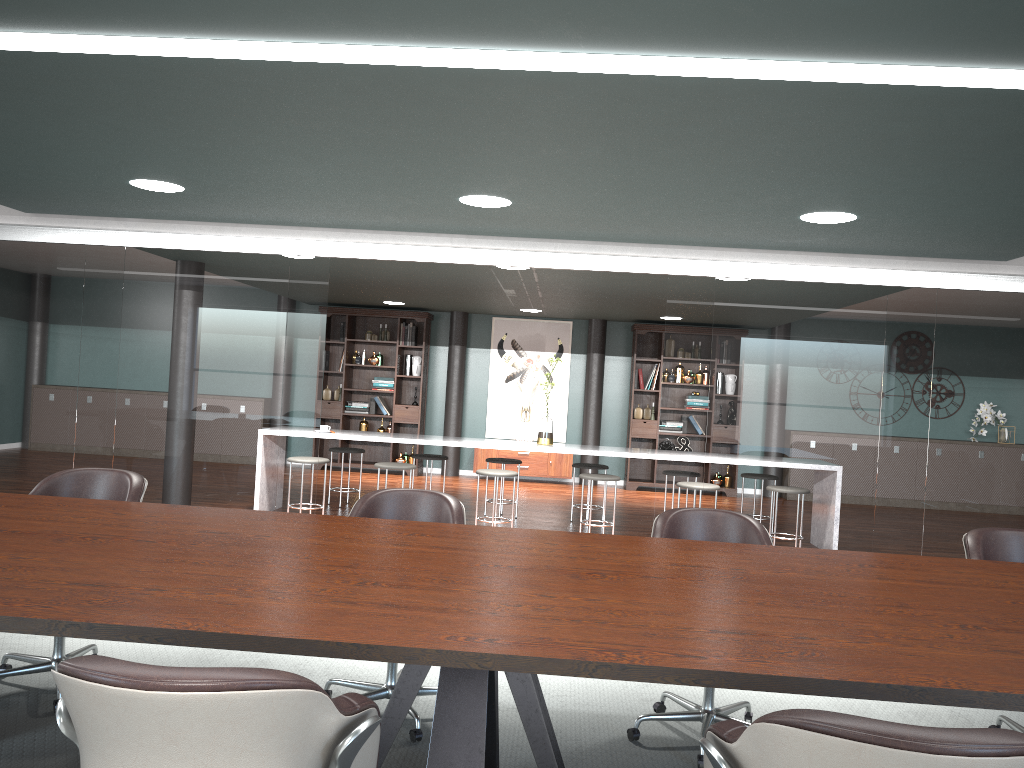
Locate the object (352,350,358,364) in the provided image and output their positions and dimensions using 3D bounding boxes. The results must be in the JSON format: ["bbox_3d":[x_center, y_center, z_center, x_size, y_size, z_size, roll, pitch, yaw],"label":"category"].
[{"bbox_3d":[-1.928,-0.328,10.949,0.105,0.172,0.105,3,0,-1],"label":"object"}]

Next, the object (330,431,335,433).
[{"bbox_3d":[-1.446,0.385,7.145,0.041,0.021,0.044,3,0,15],"label":"object"}]

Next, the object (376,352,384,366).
[{"bbox_3d":[-1.635,-0.309,10.937,0.099,0.169,0.099,3,0,-23],"label":"object"}]

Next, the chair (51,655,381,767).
[{"bbox_3d":[-0.498,0.771,1.444,0.535,0.761,0.518,3,0,9],"label":"chair"}]

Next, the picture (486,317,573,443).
[{"bbox_3d":[0.213,-0.054,11.097,1.002,1.512,0.031,3,0,3],"label":"picture"}]

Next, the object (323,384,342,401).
[{"bbox_3d":[-2.195,0.093,10.941,0.250,0.221,0.186,3,0,2],"label":"object"}]

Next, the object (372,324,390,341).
[{"bbox_3d":[-1.608,-0.634,10.912,0.196,0.221,0.184,3,0,3],"label":"object"}]

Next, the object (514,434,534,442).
[{"bbox_3d":[0.155,0.680,10.941,0.245,0.112,0.261,3,0,11],"label":"object"}]

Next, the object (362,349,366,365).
[{"bbox_3d":[-1.809,-0.330,10.820,0.040,0.191,0.040,3,0,12],"label":"object"}]

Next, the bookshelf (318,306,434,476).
[{"bbox_3d":[-1.719,0.085,10.938,1.339,1.984,0.482,3,0,3],"label":"bookshelf"}]

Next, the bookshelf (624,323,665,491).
[{"bbox_3d":[2.075,0.310,10.717,1.339,1.984,0.482,3,0,3],"label":"bookshelf"}]

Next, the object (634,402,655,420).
[{"bbox_3d":[1.598,0.318,10.720,0.250,0.221,0.186,3,0,2],"label":"object"}]

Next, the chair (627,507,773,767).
[{"bbox_3d":[0.671,0.840,3.067,0.533,0.761,0.523,3,0,-15],"label":"chair"}]

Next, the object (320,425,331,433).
[{"bbox_3d":[-1.521,0.364,7.178,0.146,0.056,0.146,3,0,35],"label":"object"}]

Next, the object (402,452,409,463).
[{"bbox_3d":[-1.309,0.921,10.914,0.099,0.169,0.099,3,0,-23],"label":"object"}]

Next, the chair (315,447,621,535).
[{"bbox_3d":[0.283,0.943,7.305,4.029,0.512,1.479,3,0,3],"label":"chair"}]

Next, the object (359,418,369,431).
[{"bbox_3d":[-1.825,0.542,10.923,0.114,0.251,0.114,3,0,29],"label":"object"}]

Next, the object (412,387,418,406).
[{"bbox_3d":[-1.180,0.151,10.856,0.077,0.228,0.077,3,0,-14],"label":"object"}]

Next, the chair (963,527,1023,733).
[{"bbox_3d":[1.781,0.906,3.011,0.535,0.761,0.518,3,0,9],"label":"chair"}]

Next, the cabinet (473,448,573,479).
[{"bbox_3d":[0.145,0.926,10.923,1.200,0.379,0.368,3,0,3],"label":"cabinet"}]

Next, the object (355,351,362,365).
[{"bbox_3d":[-1.878,-0.319,10.854,0.079,0.161,0.080,3,0,-23],"label":"object"}]

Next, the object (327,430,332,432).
[{"bbox_3d":[-1.475,0.385,7.148,0.034,0.012,0.155,3,0,0],"label":"object"}]

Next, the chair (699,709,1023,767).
[{"bbox_3d":[0.565,0.834,1.389,0.533,0.761,0.523,3,0,-11],"label":"chair"}]

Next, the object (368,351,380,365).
[{"bbox_3d":[-1.682,-0.315,10.817,0.144,0.175,0.073,3,0,5],"label":"object"}]

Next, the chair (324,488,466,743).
[{"bbox_3d":[-0.398,0.777,3.138,0.535,0.761,0.518,3,0,9],"label":"chair"}]

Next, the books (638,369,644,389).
[{"bbox_3d":[1.554,-0.060,10.729,0.084,0.252,0.194,3,0,3],"label":"books"}]

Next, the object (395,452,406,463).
[{"bbox_3d":[-1.356,0.914,10.794,0.144,0.175,0.073,3,0,5],"label":"object"}]

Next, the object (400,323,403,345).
[{"bbox_3d":[-1.341,-0.602,10.898,0.016,0.268,0.205,3,0,3],"label":"object"}]

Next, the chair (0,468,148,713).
[{"bbox_3d":[-1.595,0.706,3.207,0.535,0.761,0.518,3,0,9],"label":"chair"}]

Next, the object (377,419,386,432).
[{"bbox_3d":[-1.594,0.553,10.857,0.108,0.256,0.108,3,0,37],"label":"object"}]

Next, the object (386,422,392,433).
[{"bbox_3d":[-1.505,0.576,10.945,0.092,0.222,0.092,3,0,37],"label":"object"}]

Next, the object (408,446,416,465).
[{"bbox_3d":[-1.215,0.882,10.834,0.108,0.256,0.108,3,0,37],"label":"object"}]

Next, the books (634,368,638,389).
[{"bbox_3d":[1.491,-0.062,10.732,0.042,0.248,0.194,3,0,3],"label":"books"}]

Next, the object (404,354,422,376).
[{"bbox_3d":[-1.203,-0.228,10.920,0.268,0.262,0.137,3,0,43],"label":"object"}]
